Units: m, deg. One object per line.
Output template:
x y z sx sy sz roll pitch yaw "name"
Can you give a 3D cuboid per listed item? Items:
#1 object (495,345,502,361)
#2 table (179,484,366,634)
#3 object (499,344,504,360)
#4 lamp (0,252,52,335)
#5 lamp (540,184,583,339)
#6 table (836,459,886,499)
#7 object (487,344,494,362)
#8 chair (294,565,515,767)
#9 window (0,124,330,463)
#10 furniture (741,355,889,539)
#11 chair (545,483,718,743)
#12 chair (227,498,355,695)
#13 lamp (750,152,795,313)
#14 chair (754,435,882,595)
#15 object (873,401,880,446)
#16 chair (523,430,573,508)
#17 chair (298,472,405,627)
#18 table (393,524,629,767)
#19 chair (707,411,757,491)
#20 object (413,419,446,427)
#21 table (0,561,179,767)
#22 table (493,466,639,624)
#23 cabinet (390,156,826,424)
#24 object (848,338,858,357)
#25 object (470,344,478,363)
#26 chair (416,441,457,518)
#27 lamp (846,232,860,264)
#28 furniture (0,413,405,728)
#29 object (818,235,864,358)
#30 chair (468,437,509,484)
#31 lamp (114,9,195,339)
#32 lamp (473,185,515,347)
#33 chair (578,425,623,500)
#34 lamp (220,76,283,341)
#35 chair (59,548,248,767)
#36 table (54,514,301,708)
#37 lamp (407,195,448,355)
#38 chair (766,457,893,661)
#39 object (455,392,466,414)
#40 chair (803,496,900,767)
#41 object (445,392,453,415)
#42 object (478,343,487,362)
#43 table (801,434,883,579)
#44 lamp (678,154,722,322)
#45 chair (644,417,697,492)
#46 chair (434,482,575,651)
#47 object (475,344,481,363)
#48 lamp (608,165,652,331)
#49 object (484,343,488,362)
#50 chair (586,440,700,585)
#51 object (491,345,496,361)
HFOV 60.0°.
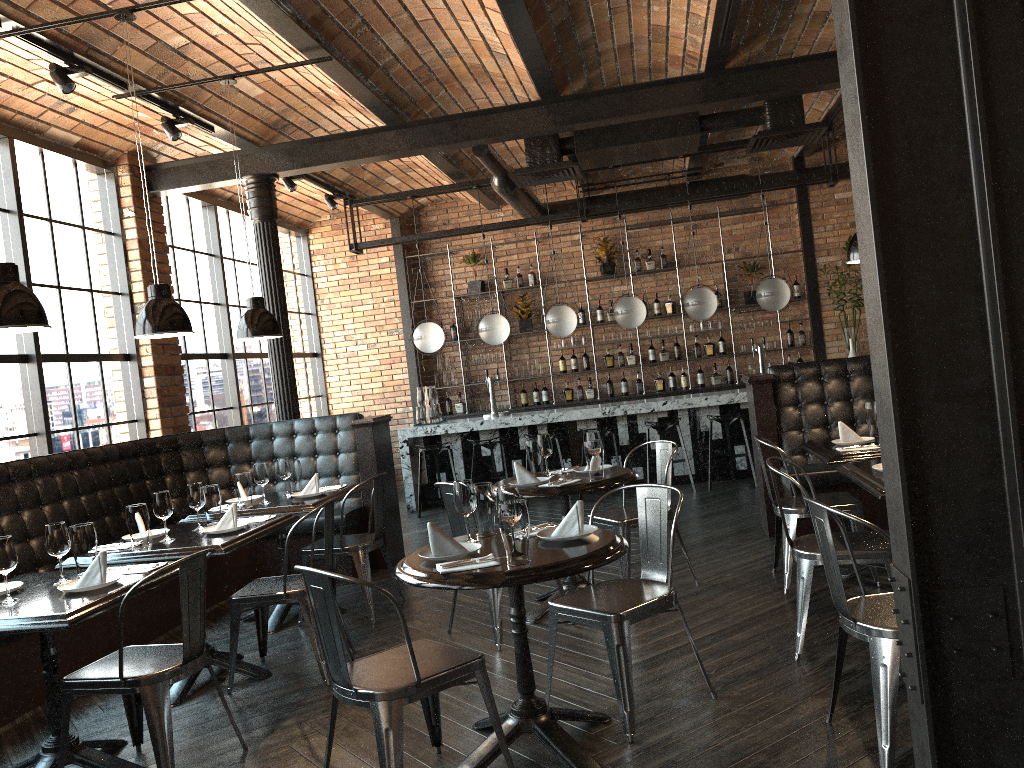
-0.178 -0.424 11.314 0.092 0.244 0.092 -6 1 15 "object"
-1.448 1.106 5.642 0.872 0.758 0.872 -7 1 9 "table"
-0.152 -0.430 11.477 0.092 0.244 0.092 -6 1 15 "object"
-2.048 -1.025 3.434 0.291 1.653 0.291 -7 1 -16 "lamp"
0.446 -1.352 9.453 0.340 1.754 0.340 -7 1 -35 "lamp"
2.015 0.733 3.931 0.872 0.758 0.872 -7 1 9 "table"
-0.280 -0.412 11.331 0.092 0.244 0.092 -6 1 15 "object"
-0.380 0.980 2.990 0.558 0.857 0.504 -8 1 -41 "chair"
-3.854 -0.081 3.619 0.168 3.253 16.179 -7 1 9 "window"
2.329 0.468 3.884 1.979 1.212 5.451 -7 1 9 "furniture"
0.439 0.873 3.584 0.558 0.857 0.504 -8 1 -41 "chair"
-1.135 1.040 4.499 0.558 0.857 0.504 -7 1 4 "chair"
2.601 -1.597 9.093 0.340 1.754 0.340 -7 1 -35 "lamp"
1.716 0.696 5.067 0.558 0.857 0.504 -7 1 9 "chair"
2.025 0.210 4.833 0.092 0.244 0.092 -7 1 -7 "object"
0.341 0.844 9.052 0.475 0.737 0.414 -7 1 4 "chair"
-1.025 1.008 5.537 0.558 0.857 0.504 -6 1 14 "chair"
0.036 0.976 3.286 0.866 0.758 0.866 -7 1 -27 "table"
2.146 0.638 8.751 0.475 0.737 0.414 -6 1 14 "chair"
-0.909 0.432 9.828 0.273 0.019 0.437 -7 1 9 "object"
-1.799 1.187 3.478 0.872 0.758 0.872 -7 1 9 "table"
0.330 0.908 5.097 0.866 0.758 0.866 -7 1 -27 "table"
0.293 -0.660 11.282 7.075 3.779 0.564 -7 1 9 "cabinet"
3.862 -0.315 9.824 0.319 0.397 0.316 -7 1 -32 "object"
-0.485 -0.389 11.365 0.092 0.244 0.092 -6 1 15 "object"
-0.771 0.970 9.237 0.475 0.737 0.414 -7 1 -1 "chair"
1.948 -1.522 5.001 0.291 1.653 0.291 -7 1 -36 "lamp"
-2.310 0.997 4.661 1.979 1.212 5.451 -7 1 9 "furniture"
3.872 -0.904 10.170 0.673 1.546 0.584 -8 1 -42 "object"
-0.211 0.907 9.144 0.475 0.737 0.414 -6 1 14 "chair"
-1.872 -1.066 4.521 0.291 1.653 0.291 -6 1 34 "lamp"
-0.272 -1.270 9.572 0.340 1.754 0.340 -7 1 -35 "lamp"
0.911 0.779 8.957 0.475 0.737 0.414 -6 1 19 "chair"
-1.695 -1.107 5.609 0.291 1.653 0.291 -7 1 -36 "lamp"
-1.407 1.092 3.411 0.558 0.857 0.504 -6 1 14 "chair"
-1.625 1.147 4.553 0.872 0.758 0.872 -7 1 9 "table"
-0.990 -1.188 9.692 0.340 1.754 0.340 -7 1 -35 "lamp"
1.485 0.743 4.010 0.558 0.857 0.504 -6 1 19 "chair"
-0.668 0.243 11.497 0.123 0.279 0.123 -6 1 23 "object"
1.328 0.780 2.972 0.558 0.857 0.504 -7 1 -1 "chair"
-0.825 0.250 11.512 0.086 0.297 0.086 -6 1 43 "object"
-0.377 -0.401 11.347 0.092 0.244 0.092 -6 1 15 "object"
2.192 0.692 5.020 0.872 0.758 0.872 -7 1 9 "table"
1.883 -1.516 9.213 0.340 1.754 0.340 -7 1 -35 "lamp"
1.539 0.707 8.852 0.475 0.737 0.414 -7 1 4 "chair"
-0.072 0.910 4.798 0.558 0.857 0.504 -7 1 -36 "chair"
-0.458 -0.395 11.528 0.092 0.244 0.092 -6 1 15 "object"
1.165 -1.434 9.333 0.340 1.754 0.340 -7 1 -35 "lamp"
-0.350 -0.407 11.510 0.092 0.244 0.092 -6 1 15 "object"
0.752 0.803 5.394 0.558 0.857 0.504 -7 1 -26 "chair"
-0.253 -0.418 11.494 0.092 0.244 0.092 -6 1 15 "object"
